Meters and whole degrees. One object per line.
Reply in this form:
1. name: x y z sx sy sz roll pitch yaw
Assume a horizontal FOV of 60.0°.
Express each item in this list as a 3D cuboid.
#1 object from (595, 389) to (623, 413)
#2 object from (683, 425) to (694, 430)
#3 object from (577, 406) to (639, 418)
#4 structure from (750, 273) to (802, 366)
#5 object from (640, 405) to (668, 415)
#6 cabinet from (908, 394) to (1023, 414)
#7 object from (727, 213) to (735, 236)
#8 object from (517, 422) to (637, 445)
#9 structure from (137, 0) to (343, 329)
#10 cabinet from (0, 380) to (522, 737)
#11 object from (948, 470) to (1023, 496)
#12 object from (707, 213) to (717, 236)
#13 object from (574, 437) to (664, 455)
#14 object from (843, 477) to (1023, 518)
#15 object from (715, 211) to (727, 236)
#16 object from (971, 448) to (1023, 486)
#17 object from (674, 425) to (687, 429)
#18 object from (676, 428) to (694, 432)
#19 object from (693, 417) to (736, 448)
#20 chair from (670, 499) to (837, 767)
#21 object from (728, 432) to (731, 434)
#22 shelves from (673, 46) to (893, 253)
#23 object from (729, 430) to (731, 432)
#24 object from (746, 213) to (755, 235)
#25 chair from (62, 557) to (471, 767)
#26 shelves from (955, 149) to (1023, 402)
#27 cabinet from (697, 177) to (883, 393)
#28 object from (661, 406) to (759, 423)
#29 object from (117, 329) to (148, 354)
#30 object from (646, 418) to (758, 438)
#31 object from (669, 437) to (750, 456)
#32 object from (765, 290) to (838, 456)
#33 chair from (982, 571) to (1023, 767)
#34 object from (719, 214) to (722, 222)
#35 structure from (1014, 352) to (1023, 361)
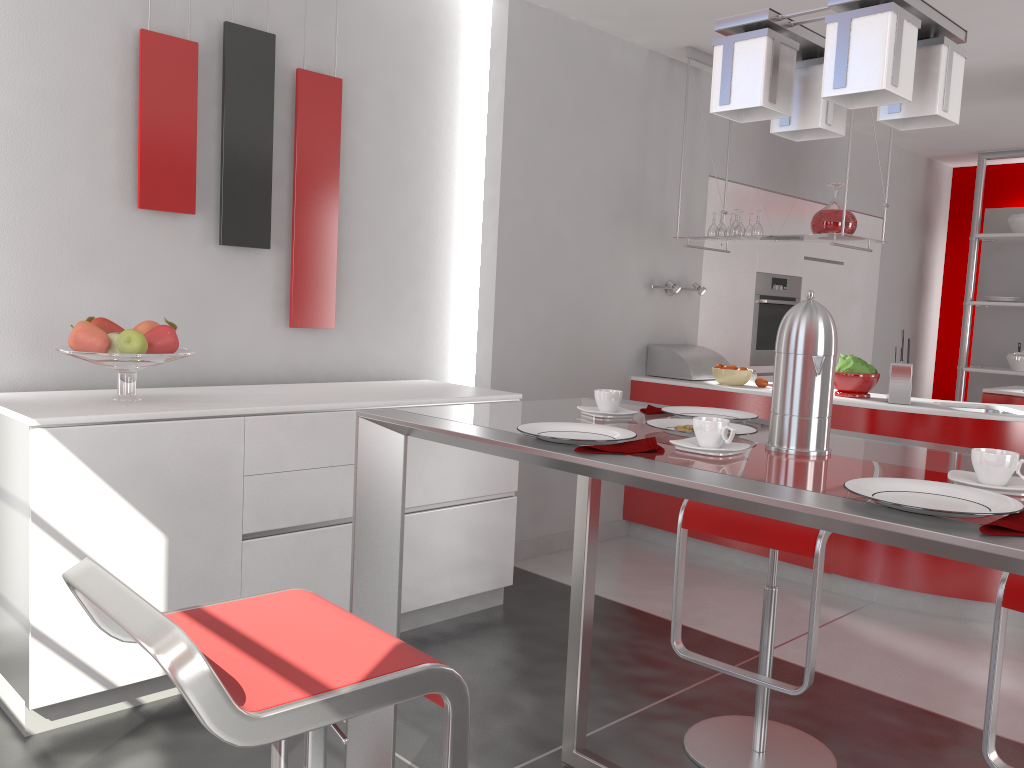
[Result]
1. object: 0.208 0.039 1.979 0.062 0.049 0.078 -2 7 -45
2. object: 0.359 0.085 1.756 0.034 0.006 0.036 2 5 -7
3. object: 0.213 0.063 1.976 0.119 0.016 0.119 0 6 -25
4. structure: 1.750 -0.417 5.820 0.599 0.589 0.050 -2 7 -44
5. object: 0.353 0.059 2.108 0.234 0.012 0.095 -2 7 -44
6. cabinet: 1.982 0.440 4.745 1.875 0.761 1.025 3 5 1
7. object: 1.161 -0.830 4.694 0.060 0.141 0.060 -2 7 -44
8. object: 0.116 0.091 1.600 0.217 0.015 0.217 5 5 21
9. structure: -0.983 -0.965 3.300 0.820 1.503 0.040 -2 7 -44
10. cabinet: -0.837 0.472 3.182 1.802 0.880 0.610 -2 7 -44
11. object: 0.710 0.148 1.311 0.119 0.016 0.119 5 6 25
12. object: 1.070 -0.836 4.709 0.060 0.141 0.060 -2 7 -44
13. object: 0.211 0.107 1.500 0.095 0.012 0.234 8 7 44
14. object: 0.551 0.152 1.167 0.217 0.015 0.217 1 5 -21
15. object: 1.092 -0.827 4.616 0.060 0.141 0.060 5 6 22
16. object: 0.714 0.125 1.301 0.062 0.049 0.078 1 6 -22
17. object: 0.347 0.088 1.783 0.036 0.006 0.034 6 6 29
18. object: 0.340 0.091 1.742 0.036 0.006 0.034 5 6 24
19. object: 0.344 0.086 1.527 0.062 0.049 0.078 2 5 -5
20. chair: 0.736 0.624 2.499 0.418 0.857 0.460 7 7 41
21. object: 0.414 0.096 1.731 0.036 0.006 0.034 1 6 -23
22. shelves: 1.360 -1.190 4.448 0.462 1.023 0.934 -2 7 -44
23. object: 0.416 0.092 1.776 0.034 0.006 0.036 -2 7 -45
24. object: 1.246 -0.821 4.642 0.060 0.141 0.060 -2 7 -44
25. chair: -0.361 0.678 1.291 0.460 0.857 0.418 -2 7 -42
26. shelves: 4.193 -0.436 6.453 0.535 2.599 1.735 -2 7 -44
27. cabinet: 1.734 -0.254 6.272 2.398 2.026 0.614 -2 7 -44
28. object: 0.445 0.071 2.006 0.217 0.015 0.217 2 5 -8
29. object: -1.126 -0.121 2.646 0.083 0.086 0.100 3 5 5
30. object: 0.373 0.090 1.754 0.217 0.015 0.217 2 5 -7
31. object: 0.342 0.109 1.537 0.119 0.016 0.119 8 7 43
32. object: 0.510 -0.025 1.592 0.113 0.287 0.149 -1 6 -36
33. chair: 1.316 0.706 1.902 0.460 0.857 0.418 -1 7 -40
34. object: 1.124 -0.839 4.775 0.060 0.141 0.060 -2 7 -44
35. structure: 2.343 -0.326 3.752 0.308 0.920 0.178 3 5 -1
